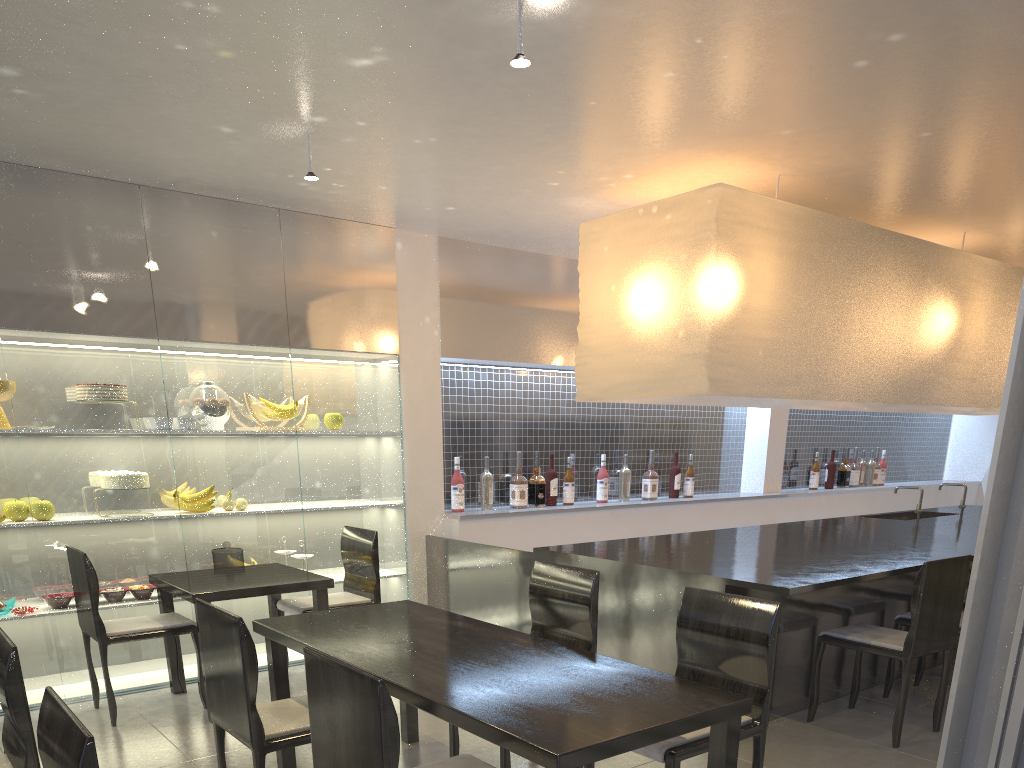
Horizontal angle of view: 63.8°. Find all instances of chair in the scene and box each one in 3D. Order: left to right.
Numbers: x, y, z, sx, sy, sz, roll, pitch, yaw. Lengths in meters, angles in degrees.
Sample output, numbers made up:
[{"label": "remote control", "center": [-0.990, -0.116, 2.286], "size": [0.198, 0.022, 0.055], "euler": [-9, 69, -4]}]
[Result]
[{"label": "chair", "center": [-0.765, 0.548, 1.085], "size": [0.232, 0.469, 0.181], "euler": [-9, 17, -36]}, {"label": "chair", "center": [-0.514, 0.528, 0.778], "size": [0.232, 0.469, 0.181], "euler": [-9, 17, -36]}, {"label": "chair", "center": [-0.924, 0.612, 2.048], "size": [0.232, 0.469, 0.181], "euler": [-9, 17, -36]}, {"label": "chair", "center": [-0.356, 0.568, 1.386], "size": [0.232, 0.469, 0.181], "euler": [-9, 17, -36]}, {"label": "chair", "center": [-0.524, 0.631, 2.342], "size": [0.232, 0.469, 0.181], "euler": [-9, 17, -36]}, {"label": "chair", "center": [-0.104, 0.548, 1.078], "size": [0.232, 0.469, 0.181], "euler": [-9, 17, -36]}, {"label": "chair", "center": [0.016, 0.586, 1.659], "size": [0.232, 0.469, 0.181], "euler": [-9, 17, -36]}, {"label": "chair", "center": [0.268, 0.566, 1.352], "size": [0.232, 0.469, 0.181], "euler": [-9, 17, -36]}, {"label": "chair", "center": [0.864, 0.603, 1.915], "size": [0.186, 0.468, 0.226], "euler": [-10, 16, -36]}, {"label": "chair", "center": [1.136, 0.616, 2.109], "size": [0.185, 0.468, 0.228], "euler": [-12, 17, -39]}, {"label": "chair", "center": [1.397, 0.629, 2.314], "size": [0.184, 0.468, 0.229], "euler": [-13, 18, -42]}]

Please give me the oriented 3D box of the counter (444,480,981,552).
[{"label": "counter", "center": [1.204, 0.729, 3.852], "size": [3.580, 0.472, 0.219], "euler": [3, 9, -36]}]

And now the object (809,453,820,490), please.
[{"label": "object", "center": [1.459, 0.420, 3.959], "size": [0.041, 0.194, 0.038], "euler": [6, 17, 22]}]

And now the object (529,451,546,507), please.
[{"label": "object", "center": [-0.715, 0.253, 2.341], "size": [2.044, 0.316, 0.099], "euler": [2, 11, -34]}]

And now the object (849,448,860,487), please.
[{"label": "object", "center": [1.728, 0.423, 4.158], "size": [0.046, 0.217, 0.043], "euler": [-11, 19, -35]}]

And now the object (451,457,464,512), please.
[{"label": "object", "center": [-0.403, -0.073, 1.572], "size": [1.809, 0.871, 1.620], "euler": [0, 1, -40]}]

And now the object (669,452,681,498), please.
[{"label": "object", "center": [0.674, 0.377, 3.394], "size": [0.042, 0.207, 0.044], "euler": [14, 21, 42]}]

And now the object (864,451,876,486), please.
[{"label": "object", "center": [1.839, 0.435, 4.223], "size": [0.044, 0.199, 0.043], "euler": [-12, 19, -36]}]

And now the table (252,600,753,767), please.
[{"label": "table", "center": [-0.089, 0.618, 1.420], "size": [0.344, 0.347, 0.887], "euler": [-6, 3, -39]}]

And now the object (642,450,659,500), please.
[{"label": "object", "center": [0.553, 0.365, 3.280], "size": [0.046, 0.217, 0.043], "euler": [-11, 19, -35]}]

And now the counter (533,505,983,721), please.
[{"label": "counter", "center": [1.306, 0.679, 2.749], "size": [2.480, 0.399, 0.788], "euler": [2, -1, -37]}]

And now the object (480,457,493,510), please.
[{"label": "object", "center": [-0.822, 0.250, 2.296], "size": [1.845, 0.316, 0.042], "euler": [2, 12, -35]}]

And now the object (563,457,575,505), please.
[{"label": "object", "center": [-0.742, 0.251, 2.329], "size": [2.394, 0.321, 0.054], "euler": [2, 12, -35]}]

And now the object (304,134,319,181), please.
[{"label": "object", "center": [-0.404, -0.454, 1.643], "size": [0.028, 0.085, 0.027], "euler": [-7, 16, -26]}]

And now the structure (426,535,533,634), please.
[{"label": "structure", "center": [-0.107, 0.670, 2.535], "size": [0.011, 0.390, 0.537], "euler": [-14, 11, -39]}]

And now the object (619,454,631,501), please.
[{"label": "object", "center": [0.442, 0.369, 3.221], "size": [0.046, 0.199, 0.041], "euler": [3, 16, 9]}]

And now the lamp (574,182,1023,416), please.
[{"label": "lamp", "center": [1.208, -0.145, 2.620], "size": [2.270, 0.457, 0.428], "euler": [2, 5, -36]}]

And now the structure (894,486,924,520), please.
[{"label": "structure", "center": [1.461, 0.440, 3.046], "size": [0.033, 0.132, 0.108], "euler": [-13, 14, -39]}]

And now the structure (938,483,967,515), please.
[{"label": "structure", "center": [1.729, 0.453, 3.244], "size": [0.033, 0.132, 0.108], "euler": [-13, 14, -39]}]

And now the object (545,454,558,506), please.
[{"label": "object", "center": [-0.697, 0.256, 2.390], "size": [2.112, 0.315, 0.062], "euler": [2, 11, -36]}]

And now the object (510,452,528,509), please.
[{"label": "object", "center": [-0.752, 0.251, 2.314], "size": [1.965, 0.316, 0.043], "euler": [2, 12, -36]}]

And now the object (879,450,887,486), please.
[{"label": "object", "center": [1.934, 0.439, 4.302], "size": [0.043, 0.199, 0.040], "euler": [-7, 17, -24]}]

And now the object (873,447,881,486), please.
[{"label": "object", "center": [1.884, 0.428, 4.264], "size": [0.046, 0.217, 0.043], "euler": [1, 16, 4]}]

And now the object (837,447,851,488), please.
[{"label": "object", "center": [1.662, 0.418, 4.105], "size": [0.045, 0.218, 0.043], "euler": [-12, 20, -37]}]

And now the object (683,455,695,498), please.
[{"label": "object", "center": [0.739, 0.385, 3.425], "size": [0.041, 0.194, 0.038], "euler": [6, 17, 22]}]

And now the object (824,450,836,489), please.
[{"label": "object", "center": [1.553, 0.417, 4.007], "size": [0.042, 0.207, 0.044], "euler": [14, 21, 42]}]

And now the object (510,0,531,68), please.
[{"label": "object", "center": [0.012, -0.487, 1.135], "size": [0.028, 0.085, 0.027], "euler": [-7, 16, -26]}]

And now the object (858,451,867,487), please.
[{"label": "object", "center": [1.786, 0.433, 4.202], "size": [0.046, 0.199, 0.041], "euler": [2, 16, 8]}]

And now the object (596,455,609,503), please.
[{"label": "object", "center": [0.347, 0.363, 3.142], "size": [0.042, 0.199, 0.041], "euler": [-11, 19, -35]}]

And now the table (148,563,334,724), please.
[{"label": "table", "center": [-0.700, 0.667, 2.166], "size": [0.345, 0.354, 0.344], "euler": [-5, 9, -37]}]
